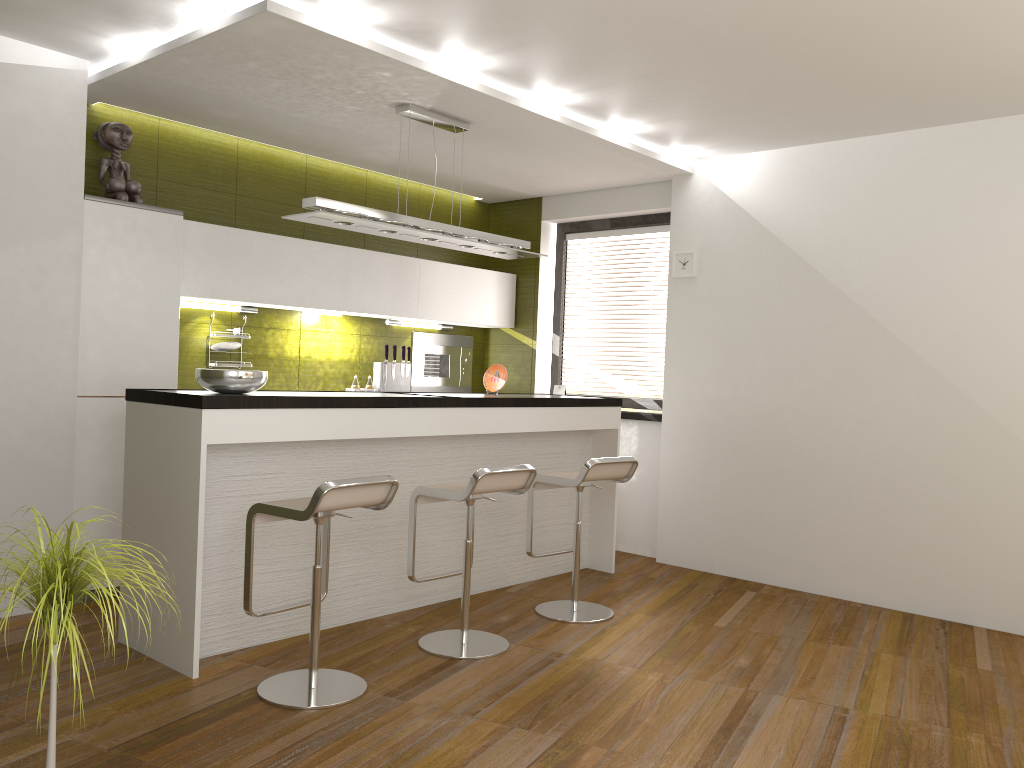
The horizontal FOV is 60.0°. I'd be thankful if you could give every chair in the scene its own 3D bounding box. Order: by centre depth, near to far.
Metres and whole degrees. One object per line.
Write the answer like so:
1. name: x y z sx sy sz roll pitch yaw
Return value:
1. chair: -0.749 0.773 3.465 0.460 0.857 0.418 3 1 37
2. chair: -0.191 0.786 4.102 0.460 0.857 0.418 3 1 42
3. chair: 0.367 0.800 4.739 0.418 0.857 0.460 2 1 -43

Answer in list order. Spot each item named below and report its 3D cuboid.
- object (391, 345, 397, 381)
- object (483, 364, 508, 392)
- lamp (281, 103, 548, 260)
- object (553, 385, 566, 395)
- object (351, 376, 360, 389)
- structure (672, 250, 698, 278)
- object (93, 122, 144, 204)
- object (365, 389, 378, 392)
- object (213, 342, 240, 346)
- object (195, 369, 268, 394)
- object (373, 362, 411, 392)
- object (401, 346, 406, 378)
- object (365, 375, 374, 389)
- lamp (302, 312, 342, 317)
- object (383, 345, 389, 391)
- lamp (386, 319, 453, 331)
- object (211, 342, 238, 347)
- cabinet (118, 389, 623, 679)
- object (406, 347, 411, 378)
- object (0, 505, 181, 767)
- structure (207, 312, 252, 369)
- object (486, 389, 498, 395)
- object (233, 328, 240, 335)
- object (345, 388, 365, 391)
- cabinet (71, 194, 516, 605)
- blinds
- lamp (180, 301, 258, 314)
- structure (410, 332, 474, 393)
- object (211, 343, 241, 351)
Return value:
1. object: -0.862 -0.152 6.456 0.013 0.264 0.042 3 1 41
2. object: -0.104 -0.037 5.557 0.184 0.178 0.055 3 1 38
3. lamp: -0.443 -1.133 4.866 0.326 0.683 1.677 3 1 41
4. object: 0.369 0.095 6.894 0.106 0.169 0.057 3 1 36
5. object: -1.101 -0.006 6.243 0.059 0.121 0.059 2 1 -3
6. structure: 1.172 -0.814 6.020 0.180 0.180 0.026 3 1 41
7. object: -2.157 -1.209 4.883 0.304 0.488 0.195 3 1 39
8. object: -1.022 0.050 6.355 0.107 0.032 0.107 2 1 -37
9. object: -1.776 -0.233 5.507 0.173 0.052 0.181 3 1 41
10. object: -1.262 -0.010 3.993 0.311 0.105 0.311 2 1 -36
11. object: -0.879 -0.043 6.505 0.107 0.227 0.293 3 1 41
12. object: -0.803 -0.161 6.523 0.013 0.243 0.036 3 1 41
13. object: -1.020 -0.005 6.354 0.059 0.121 0.059 2 1 8
14. lamp: -1.314 -0.484 6.147 0.008 0.008 0.334 3 1 41
15. object: -0.916 -0.116 6.397 0.013 0.339 0.046 3 1 41
16. lamp: -0.698 -0.449 6.784 0.095 0.041 0.716 3 1 41
17. object: -1.777 -0.236 5.507 0.173 0.052 0.181 3 1 41
18. cabinet: -0.528 0.623 4.856 0.663 1.134 2.947 3 1 41
19. object: -0.770 -0.162 6.561 0.013 0.231 0.040 3 1 41
20. object: -1.132 0.752 2.187 0.585 0.904 0.606 2 1 10
21. structure: -1.766 -0.269 5.566 0.110 0.346 0.266 3 1 41
22. object: -0.105 0.001 5.557 0.088 0.131 0.072 3 1 36
23. object: -1.742 -0.330 5.605 0.046 0.053 0.051 2 1 -17
24. object: -1.104 0.049 6.243 0.107 0.032 0.107 3 1 42
25. cabinet: -1.320 0.097 6.018 0.724 2.089 3.471 3 1 41
26. blinds: 0.688 -3.123 10.854 16.000 12.704 9.030 2 1 -9
27. lamp: -1.891 -0.479 5.469 0.041 0.041 0.715 3 1 41
28. structure: -0.544 -0.158 7.029 0.015 0.469 0.663 3 1 41
29. object: -1.775 -0.229 5.506 0.173 0.052 0.181 3 1 41
